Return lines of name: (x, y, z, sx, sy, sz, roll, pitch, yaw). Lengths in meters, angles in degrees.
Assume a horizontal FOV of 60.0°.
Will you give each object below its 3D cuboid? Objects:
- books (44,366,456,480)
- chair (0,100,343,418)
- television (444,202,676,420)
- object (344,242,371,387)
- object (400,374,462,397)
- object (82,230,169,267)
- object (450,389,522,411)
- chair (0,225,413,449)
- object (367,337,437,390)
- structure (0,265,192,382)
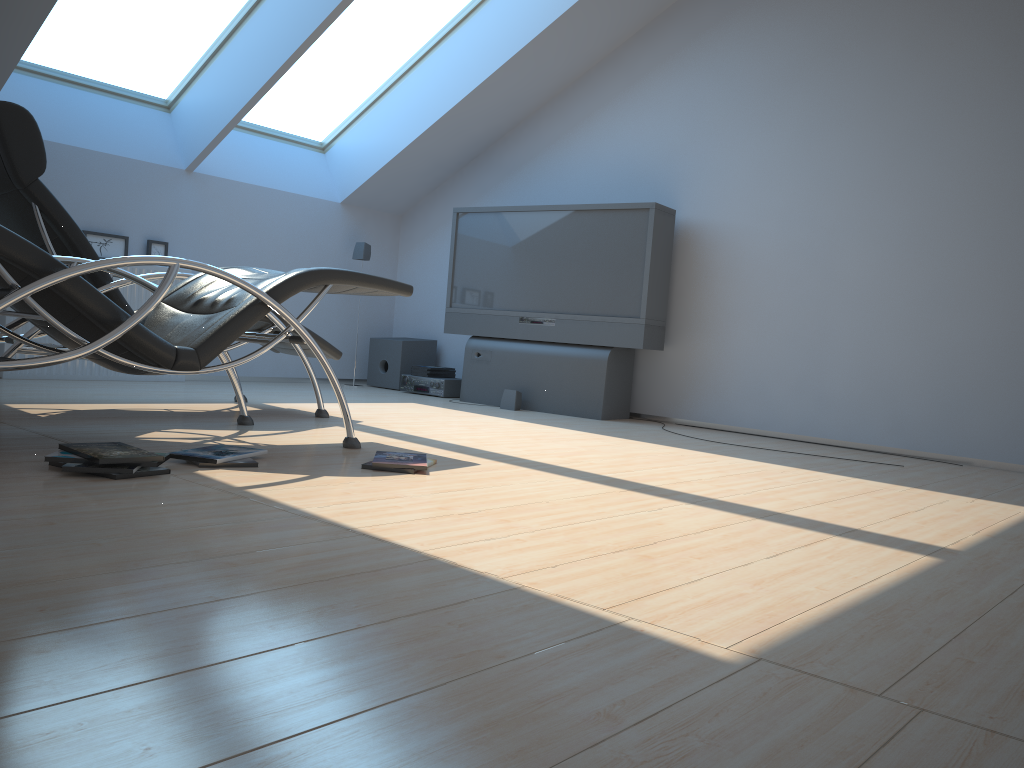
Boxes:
books: (-0.574, 0.091, 4.823, 1.045, 0.222, 4.790, 5, 3, 7)
chair: (-1.752, -0.495, 4.288, 0.836, 1.251, 1.938, 7, 4, 40)
television: (0.273, -0.532, 6.371, 1.686, 1.446, 0.400, 7, 3, 35)
object: (-1.258, -0.567, 7.281, 0.160, 1.181, 0.158, 7, 4, 40)
object: (-0.603, 0.014, 7.045, 0.450, 0.138, 0.358, 7, 3, 35)
object: (-2.694, -0.908, 5.893, 0.030, 0.180, 0.846, 7, 4, 40)
object: (-0.294, 0.066, 6.612, 0.394, 0.141, 1.163, 4, 3, -21)
chair: (-1.355, -0.263, 3.278, 0.836, 0.953, 2.114, 7, 4, 40)
object: (-0.925, -0.179, 7.460, 0.400, 0.424, 0.401, 7, 4, 40)
structure: (-2.690, -0.423, 5.925, 0.120, 0.800, 1.324, 7, 4, 40)
